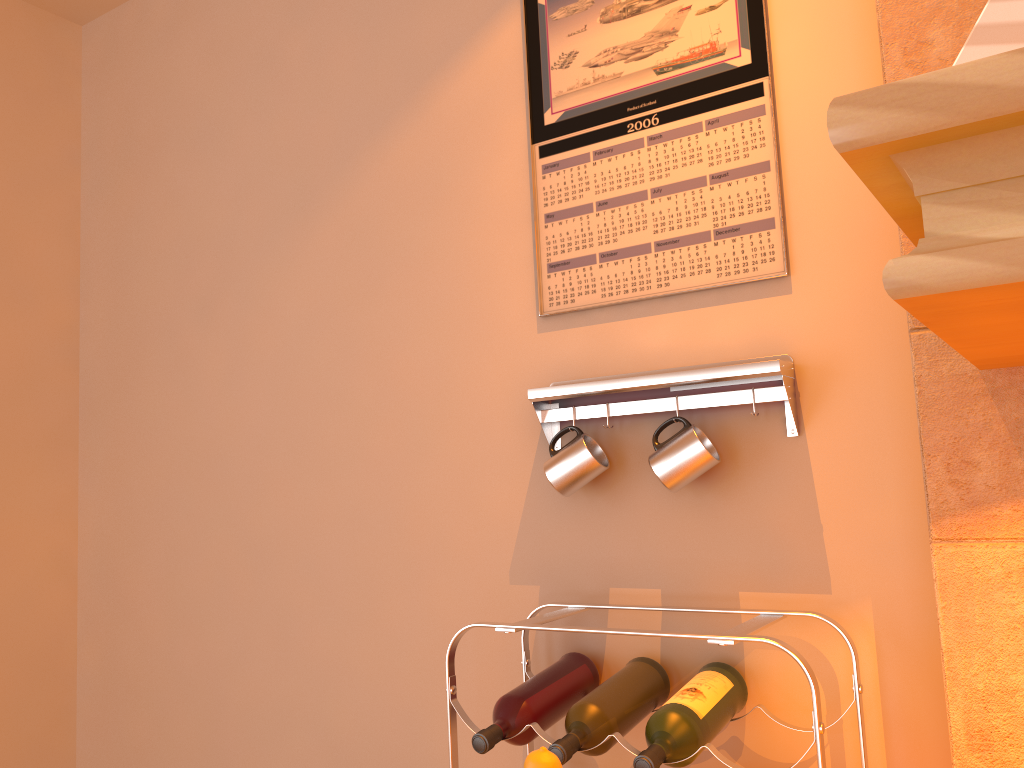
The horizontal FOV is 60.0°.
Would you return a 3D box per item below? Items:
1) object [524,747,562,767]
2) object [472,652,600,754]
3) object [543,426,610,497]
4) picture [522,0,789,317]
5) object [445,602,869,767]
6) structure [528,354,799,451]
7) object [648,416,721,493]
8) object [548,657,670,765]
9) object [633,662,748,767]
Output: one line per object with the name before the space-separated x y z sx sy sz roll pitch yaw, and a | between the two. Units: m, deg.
object | 0.026 0.529 0.933 0.088 0.288 0.101 -7 -8 32
object | 0.032 0.455 1.268 0.076 0.095 0.282 -7 -8 32
object | 0.099 0.119 1.378 0.103 0.111 0.066 -6 -7 26
picture | 0.207 -0.434 1.418 0.417 0.605 0.009 -7 -8 32
object | 0.183 0.502 1.174 0.572 0.379 0.221 -7 -8 32
structure | 0.215 0.033 1.338 0.405 0.118 0.069 -7 -8 33
object | 0.249 0.101 1.283 0.103 0.111 0.066 -6 -7 26
object | 0.129 0.443 1.206 0.076 0.095 0.282 -7 -8 32
object | 0.226 0.431 1.143 0.076 0.095 0.282 -7 -8 32
